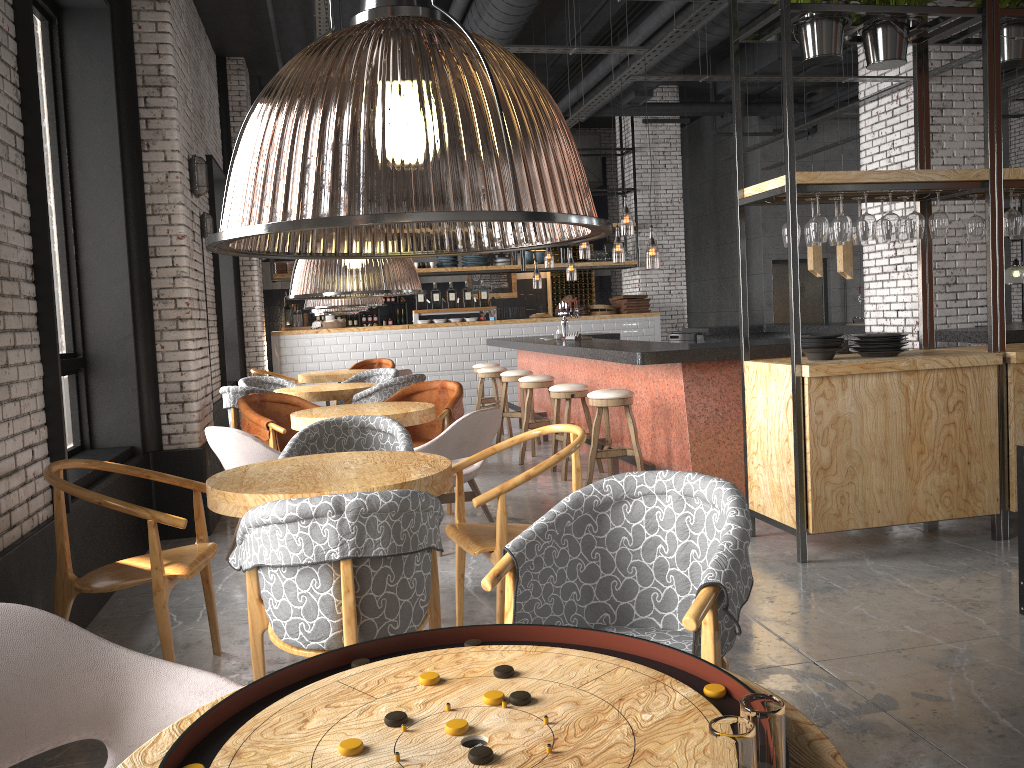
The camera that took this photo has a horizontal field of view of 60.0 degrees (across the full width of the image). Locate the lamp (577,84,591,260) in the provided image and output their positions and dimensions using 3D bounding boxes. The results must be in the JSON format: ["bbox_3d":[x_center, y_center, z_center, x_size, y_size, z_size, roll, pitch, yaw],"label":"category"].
[{"bbox_3d":[0.640,-1.955,8.193,0.108,1.597,0.108,-2,3,20],"label":"lamp"}]

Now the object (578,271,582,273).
[{"bbox_3d":[1.326,-2.194,17.188,0.079,0.079,0.284,-4,4,-11],"label":"object"}]

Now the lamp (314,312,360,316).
[{"bbox_3d":[-2.099,-2.002,10.276,0.536,2.403,0.537,-1,4,30],"label":"lamp"}]

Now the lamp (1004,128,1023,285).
[{"bbox_3d":[7.840,-2.762,13.803,0.536,2.403,0.537,-1,4,30],"label":"lamp"}]

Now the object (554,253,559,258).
[{"bbox_3d":[0.858,-2.475,17.033,0.079,0.079,0.284,-4,4,-11],"label":"object"}]

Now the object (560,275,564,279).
[{"bbox_3d":[0.966,-2.064,17.099,0.079,0.079,0.284,-4,4,-11],"label":"object"}]

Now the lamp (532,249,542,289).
[{"bbox_3d":[0.253,-1.885,10.101,0.108,1.597,0.108,-2,3,20],"label":"lamp"}]

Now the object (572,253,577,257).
[{"bbox_3d":[1.219,-2.502,17.147,0.079,0.079,0.284,-4,4,-11],"label":"object"}]

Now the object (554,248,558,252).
[{"bbox_3d":[0.845,-2.583,17.065,0.079,0.079,0.284,-4,4,-11],"label":"object"}]

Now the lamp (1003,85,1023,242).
[{"bbox_3d":[4.422,-1.968,7.871,0.127,1.393,0.127,-3,3,-12],"label":"lamp"}]

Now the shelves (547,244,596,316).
[{"bbox_3d":[1.159,-1.619,17.227,0.889,2.146,0.251,-4,3,-12],"label":"shelves"}]

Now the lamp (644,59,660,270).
[{"bbox_3d":[1.004,-1.643,6.506,0.108,1.597,0.108,-2,3,20],"label":"lamp"}]

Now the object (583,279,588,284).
[{"bbox_3d":[1.433,-1.989,17.199,0.079,0.079,0.284,-4,4,-11],"label":"object"}]

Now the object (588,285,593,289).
[{"bbox_3d":[1.530,-1.891,17.224,0.079,0.079,0.284,-4,4,-11],"label":"object"}]

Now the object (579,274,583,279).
[{"bbox_3d":[1.335,-2.088,17.175,0.079,0.079,0.284,-4,4,-11],"label":"object"}]

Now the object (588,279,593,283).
[{"bbox_3d":[1.521,-1.997,17.238,0.079,0.079,0.284,-4,4,-11],"label":"object"}]

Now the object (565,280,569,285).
[{"bbox_3d":[1.063,-1.965,17.123,0.079,0.079,0.284,-4,4,-11],"label":"object"}]

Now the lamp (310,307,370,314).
[{"bbox_3d":[-1.626,-1.850,8.010,0.536,2.403,0.537,-1,4,30],"label":"lamp"}]

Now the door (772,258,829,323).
[{"bbox_3d":[4.960,-1.107,15.375,1.120,2.100,0.158,-4,3,-12],"label":"door"}]

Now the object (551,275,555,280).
[{"bbox_3d":[0.783,-2.052,17.052,0.079,0.079,0.284,-4,4,-11],"label":"object"}]

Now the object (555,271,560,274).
[{"bbox_3d":[0.872,-2.162,17.055,0.079,0.079,0.284,-4,4,-11],"label":"object"}]

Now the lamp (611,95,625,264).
[{"bbox_3d":[0.887,-1.772,7.617,0.108,1.460,0.108,-6,4,-40],"label":"lamp"}]

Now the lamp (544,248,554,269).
[{"bbox_3d":[0.364,-2.044,9.514,0.108,1.597,0.108,-2,3,20],"label":"lamp"}]

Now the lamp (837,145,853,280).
[{"bbox_3d":[3.896,-2.033,10.422,0.127,1.605,0.127,-3,3,-12],"label":"lamp"}]

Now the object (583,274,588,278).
[{"bbox_3d":[1.424,-2.095,17.209,0.079,0.079,0.284,-4,4,-11],"label":"object"}]

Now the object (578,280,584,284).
[{"bbox_3d":[1.344,-1.982,17.162,0.079,0.079,0.284,-4,4,-11],"label":"object"}]

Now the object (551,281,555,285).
[{"bbox_3d":[0.783,-1.949,17.082,0.079,0.079,0.284,-4,4,-11],"label":"object"}]

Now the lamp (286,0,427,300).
[{"bbox_3d":[-0.659,-1.539,3.377,0.536,2.403,0.537,-1,4,30],"label":"lamp"}]

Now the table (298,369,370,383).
[{"bbox_3d":[-2.011,0.266,10.426,0.932,0.809,0.933,0,5,31],"label":"table"}]

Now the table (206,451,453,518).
[{"bbox_3d":[-0.682,0.738,3.483,0.932,0.809,0.933,0,5,36],"label":"table"}]

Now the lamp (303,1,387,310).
[{"bbox_3d":[-1.142,-1.694,5.693,0.536,2.403,0.537,-1,4,30],"label":"lamp"}]

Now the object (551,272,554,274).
[{"bbox_3d":[0.776,-2.157,17.055,0.079,0.079,0.284,-4,4,-11],"label":"object"}]

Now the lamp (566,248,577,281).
[{"bbox_3d":[0.563,-1.836,8.897,0.108,1.597,0.108,-5,4,-30],"label":"lamp"}]

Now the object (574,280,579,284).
[{"bbox_3d":[1.248,-1.977,17.161,0.079,0.079,0.284,-4,4,-11],"label":"object"}]

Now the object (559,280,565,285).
[{"bbox_3d":[0.975,-1.958,17.086,0.079,0.079,0.284,-4,4,-11],"label":"object"}]

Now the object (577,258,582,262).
[{"bbox_3d":[1.316,-2.403,17.172,0.079,0.079,0.284,-4,4,-11],"label":"object"}]

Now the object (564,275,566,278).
[{"bbox_3d":[1.054,-2.071,17.137,0.079,0.079,0.284,-4,4,-11],"label":"object"}]

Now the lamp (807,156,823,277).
[{"bbox_3d":[3.762,-2.106,11.057,0.127,1.545,0.127,-3,3,-12],"label":"lamp"}]

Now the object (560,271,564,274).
[{"bbox_3d":[0.958,-2.170,17.108,0.079,0.079,0.284,-4,4,-11],"label":"object"}]

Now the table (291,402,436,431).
[{"bbox_3d":[-0.952,0.569,5.834,0.932,0.809,0.933,0,5,36],"label":"table"}]

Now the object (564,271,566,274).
[{"bbox_3d":[1.053,-2.175,17.112,0.079,0.079,0.284,-4,4,-11],"label":"object"}]

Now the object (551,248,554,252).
[{"bbox_3d":[0.759,-2.574,17.012,0.079,0.079,0.284,-4,4,-11],"label":"object"}]

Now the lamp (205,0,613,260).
[{"bbox_3d":[-0.191,-1.388,1.136,0.536,2.403,0.537,-1,4,30],"label":"lamp"}]

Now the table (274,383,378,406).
[{"bbox_3d":[-1.655,0.433,8.047,0.932,0.809,0.933,0,5,36],"label":"table"}]

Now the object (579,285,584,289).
[{"bbox_3d":[1.350,-1.877,17.164,0.079,0.079,0.284,-4,4,-11],"label":"object"}]

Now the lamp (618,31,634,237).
[{"bbox_3d":[0.879,-1.976,7.016,0.108,1.597,0.108,-2,3,20],"label":"lamp"}]

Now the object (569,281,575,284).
[{"bbox_3d":[1.160,-1.970,17.120,0.079,0.079,0.284,-4,4,-11],"label":"object"}]

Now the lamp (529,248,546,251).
[{"bbox_3d":[0.492,-3.019,16.912,0.390,0.936,0.391,-3,3,-9],"label":"lamp"}]

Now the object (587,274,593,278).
[{"bbox_3d":[1.520,-2.100,17.213,0.079,0.079,0.284,-4,4,-11],"label":"object"}]

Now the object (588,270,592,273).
[{"bbox_3d":[1.516,-2.204,17.198,0.079,0.079,0.284,-4,4,-11],"label":"object"}]

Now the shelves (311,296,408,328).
[{"bbox_3d":[-2.840,-1.468,16.446,1.761,1.480,0.157,-4,3,-12],"label":"shelves"}]

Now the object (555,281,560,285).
[{"bbox_3d":[0.879,-1.953,17.085,0.079,0.079,0.284,-4,4,-11],"label":"object"}]

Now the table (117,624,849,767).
[{"bbox_3d":[-0.039,0.806,1.145,0.932,0.972,0.933,-1,4,31],"label":"table"}]

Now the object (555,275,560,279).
[{"bbox_3d":[0.878,-2.057,17.057,0.079,0.079,0.284,-4,4,-11],"label":"object"}]

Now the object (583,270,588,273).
[{"bbox_3d":[1.419,-2.200,17.203,0.079,0.079,0.284,-4,4,-11],"label":"object"}]

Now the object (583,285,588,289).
[{"bbox_3d":[1.434,-1.886,17.221,0.079,0.079,0.284,-4,4,-11],"label":"object"}]

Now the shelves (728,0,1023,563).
[{"bbox_3d":[3.124,-1.687,5.138,3.660,5.013,0.690,-4,3,-12],"label":"shelves"}]

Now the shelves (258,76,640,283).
[{"bbox_3d":[-0.881,-3.231,13.717,5.678,3.063,0.598,-4,3,-12],"label":"shelves"}]

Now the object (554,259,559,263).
[{"bbox_3d":[0.858,-2.372,17.062,0.079,0.079,0.284,-4,4,-11],"label":"object"}]

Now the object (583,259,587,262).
[{"bbox_3d":[1.412,-2.408,17.176,0.079,0.079,0.284,-4,4,-11],"label":"object"}]
